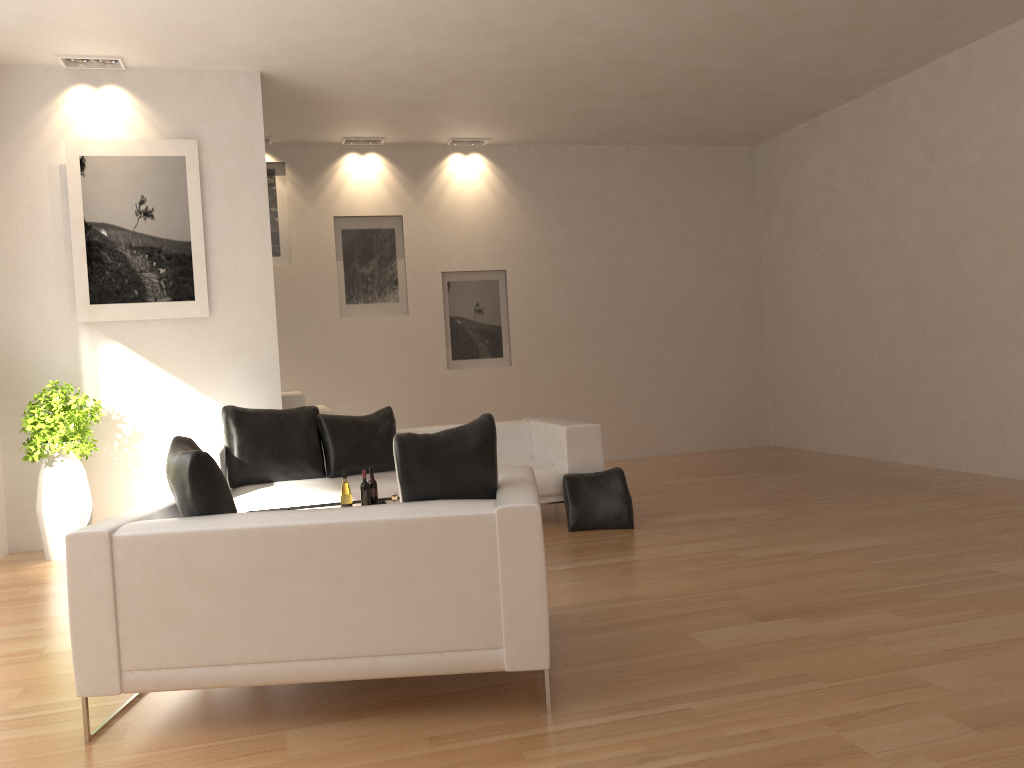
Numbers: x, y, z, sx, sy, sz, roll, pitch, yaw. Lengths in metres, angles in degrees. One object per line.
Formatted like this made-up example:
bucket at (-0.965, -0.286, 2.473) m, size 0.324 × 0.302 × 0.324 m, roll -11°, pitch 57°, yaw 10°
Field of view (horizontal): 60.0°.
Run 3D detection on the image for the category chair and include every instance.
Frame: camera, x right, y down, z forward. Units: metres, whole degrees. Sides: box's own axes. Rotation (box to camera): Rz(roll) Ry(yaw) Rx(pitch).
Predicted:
chair at (-0.702, 0.819, 3.704) m, size 1.671 × 0.761 × 1.262 m, roll -3°, pitch 1°, yaw 0°

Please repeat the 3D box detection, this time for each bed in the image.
bed at (-0.920, 0.755, 6.868) m, size 3.075 × 0.761 × 1.262 m, roll -4°, pitch 1°, yaw -15°

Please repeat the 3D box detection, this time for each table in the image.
table at (-0.772, 0.965, 5.315) m, size 1.566 × 0.460 × 0.709 m, roll -4°, pitch 1°, yaw -15°

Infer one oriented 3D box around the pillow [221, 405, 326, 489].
pillow at (-1.812, 0.472, 6.774) m, size 0.755 × 0.666 × 0.346 m, roll -4°, pitch 2°, yaw -29°

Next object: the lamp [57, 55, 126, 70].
lamp at (-3.251, -2.559, 6.854) m, size 0.446 × 0.166 × 0.243 m, roll -4°, pitch 1°, yaw -15°

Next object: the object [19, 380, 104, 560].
object at (-3.341, 0.626, 6.609) m, size 0.570 × 1.324 × 0.631 m, roll -3°, pitch 1°, yaw -1°

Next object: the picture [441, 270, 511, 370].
picture at (-0.415, -0.738, 10.232) m, size 0.802 × 1.155 × 0.005 m, roll -4°, pitch 1°, yaw -15°

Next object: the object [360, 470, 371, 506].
object at (-0.859, 0.625, 5.191) m, size 0.059 × 0.244 × 0.059 m, roll -4°, pitch 1°, yaw -15°

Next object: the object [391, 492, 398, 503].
object at (-0.680, 0.682, 5.146) m, size 0.039 × 0.101 × 0.039 m, roll -3°, pitch 2°, yaw 27°

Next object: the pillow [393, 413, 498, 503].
pillow at (-0.248, 0.457, 3.554) m, size 0.506 × 0.666 × 0.324 m, roll -4°, pitch 2°, yaw -25°

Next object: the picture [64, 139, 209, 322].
picture at (-2.969, -1.227, 7.044) m, size 0.979 × 1.431 × 0.004 m, roll -4°, pitch 1°, yaw -15°

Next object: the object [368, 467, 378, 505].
object at (-0.832, 0.620, 5.293) m, size 0.057 × 0.248 × 0.057 m, roll -3°, pitch 1°, yaw 3°

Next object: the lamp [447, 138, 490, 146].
lamp at (-0.497, -2.801, 9.988) m, size 0.446 × 0.166 × 0.243 m, roll -4°, pitch 1°, yaw -15°

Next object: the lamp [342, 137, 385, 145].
lamp at (-1.628, -2.725, 9.684) m, size 0.446 × 0.166 × 0.243 m, roll -4°, pitch 1°, yaw -15°

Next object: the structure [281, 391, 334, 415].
structure at (-3.014, 0.513, 8.523) m, size 4.625 × 1.403 × 1.839 m, roll -4°, pitch 1°, yaw -15°

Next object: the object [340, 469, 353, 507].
object at (-0.966, 0.625, 5.155) m, size 0.068 × 0.257 × 0.067 m, roll -3°, pitch 1°, yaw 3°

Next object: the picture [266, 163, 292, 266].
picture at (-2.814, -1.829, 9.576) m, size 0.802 × 1.155 × 0.005 m, roll -4°, pitch 1°, yaw -15°

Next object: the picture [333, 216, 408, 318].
picture at (-1.577, -1.313, 9.914) m, size 0.802 × 1.155 × 0.005 m, roll -4°, pitch 1°, yaw -15°

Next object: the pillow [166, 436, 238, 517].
pillow at (-1.262, 0.510, 3.641) m, size 0.291 × 0.598 × 0.660 m, roll -4°, pitch 2°, yaw -26°

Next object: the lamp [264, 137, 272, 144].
lamp at (-2.776, -2.649, 9.375) m, size 0.446 × 0.166 × 0.243 m, roll -4°, pitch 1°, yaw -15°

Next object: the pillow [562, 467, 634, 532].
pillow at (0.628, 0.857, 6.514) m, size 0.503 × 0.457 × 0.340 m, roll -3°, pitch 1°, yaw 3°

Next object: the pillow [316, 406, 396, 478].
pillow at (-1.190, 0.455, 6.964) m, size 0.628 × 0.524 × 0.270 m, roll -4°, pitch 2°, yaw -31°
